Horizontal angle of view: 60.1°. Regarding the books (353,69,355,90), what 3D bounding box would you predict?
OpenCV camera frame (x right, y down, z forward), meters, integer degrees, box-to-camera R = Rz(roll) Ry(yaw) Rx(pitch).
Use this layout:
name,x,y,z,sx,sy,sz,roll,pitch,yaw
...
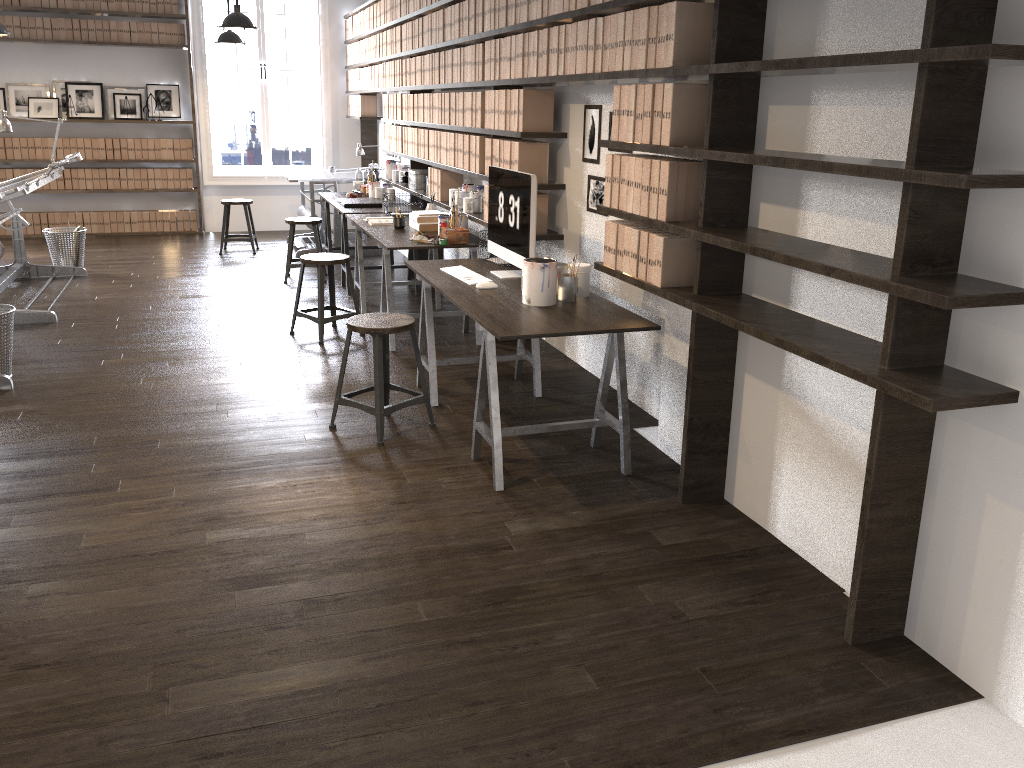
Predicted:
name,x,y,z,sx,sy,sz,roll,pitch,yaw
books,-1.656,-3.347,9.753,0.175,0.223,0.067,-4,16,-18

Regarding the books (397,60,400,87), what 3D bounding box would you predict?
name,x,y,z,sx,sy,sz,roll,pitch,yaw
books,-0.884,-2.644,7.549,0.174,0.223,0.067,-4,16,-18

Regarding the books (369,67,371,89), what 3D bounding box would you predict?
name,x,y,z,sx,sy,sz,roll,pitch,yaw
books,-1.329,-3.048,8.837,0.175,0.222,0.067,-4,16,-18

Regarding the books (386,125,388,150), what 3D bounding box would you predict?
name,x,y,z,sx,sy,sz,roll,pitch,yaw
books,-1.073,-2.285,8.200,0.175,0.222,0.067,-4,16,-18

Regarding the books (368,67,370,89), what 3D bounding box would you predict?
name,x,y,z,sx,sy,sz,roll,pitch,yaw
books,-1.352,-3.067,8.896,0.175,0.222,0.067,-4,16,-18

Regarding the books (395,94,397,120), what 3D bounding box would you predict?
name,x,y,z,sx,sy,sz,roll,pitch,yaw
books,-0.935,-2.420,7.746,0.175,0.223,0.067,-4,16,-18

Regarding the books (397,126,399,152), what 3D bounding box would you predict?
name,x,y,z,sx,sy,sz,roll,pitch,yaw
books,-0.915,-2.142,7.751,0.175,0.222,0.067,-4,16,-18

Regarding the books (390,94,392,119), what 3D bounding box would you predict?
name,x,y,z,sx,sy,sz,roll,pitch,yaw
books,-0.999,-2.484,7.946,0.174,0.223,0.067,-4,16,-18

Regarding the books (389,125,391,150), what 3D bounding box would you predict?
name,x,y,z,sx,sy,sz,roll,pitch,yaw
books,-1.025,-2.243,8.070,0.175,0.223,0.067,-4,16,-18

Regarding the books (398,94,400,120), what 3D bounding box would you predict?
name,x,y,z,sx,sy,sz,roll,pitch,yaw
books,-0.884,-2.377,7.610,0.175,0.222,0.067,-4,16,-18

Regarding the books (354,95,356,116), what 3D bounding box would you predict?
name,x,y,z,sx,sy,sz,roll,pitch,yaw
books,-1.658,-3.081,9.816,0.175,0.223,0.067,-4,16,-18

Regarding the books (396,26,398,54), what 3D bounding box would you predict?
name,x,y,z,sx,sy,sz,roll,pitch,yaw
books,-0.895,-2.918,7.539,0.175,0.222,0.067,-4,16,-18

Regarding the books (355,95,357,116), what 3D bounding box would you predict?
name,x,y,z,sx,sy,sz,roll,pitch,yaw
books,-1.633,-3.059,9.751,0.175,0.222,0.067,-4,16,-18

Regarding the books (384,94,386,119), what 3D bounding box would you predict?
name,x,y,z,sx,sy,sz,roll,pitch,yaw
books,-1.088,-2.562,8.191,0.175,0.222,0.067,-4,16,-18

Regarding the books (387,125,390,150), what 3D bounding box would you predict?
name,x,y,z,sx,sy,sz,roll,pitch,yaw
books,-1.051,-2.263,8.133,0.175,0.223,0.067,-4,16,-18

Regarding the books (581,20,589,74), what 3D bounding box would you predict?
name,x,y,z,sx,sy,sz,roll,pitch,yaw
books,0.397,-1.473,3.880,0.175,0.223,0.067,-4,16,-18

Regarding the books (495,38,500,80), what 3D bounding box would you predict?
name,x,y,z,sx,sy,sz,roll,pitch,yaw
books,-0.002,-1.840,5.032,0.174,0.223,0.067,-4,16,-18

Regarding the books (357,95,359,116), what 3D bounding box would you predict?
name,x,y,z,sx,sy,sz,roll,pitch,yaw
books,-1.595,-3.021,9.631,0.175,0.223,0.067,-4,16,-18

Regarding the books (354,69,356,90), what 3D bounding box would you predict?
name,x,y,z,sx,sy,sz,roll,pitch,yaw
books,-1.630,-3.326,9.688,0.174,0.223,0.067,-4,16,-18

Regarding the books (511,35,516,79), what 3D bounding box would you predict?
name,x,y,z,sx,sy,sz,roll,pitch,yaw
books,0.088,-1.758,4.774,0.175,0.222,0.067,-4,16,-18

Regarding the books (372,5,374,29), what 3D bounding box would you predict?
name,x,y,z,sx,sy,sz,roll,pitch,yaw
books,-1.251,-3.509,8.493,0.175,0.223,0.067,-4,16,-18

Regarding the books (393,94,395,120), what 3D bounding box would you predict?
name,x,y,z,sx,sy,sz,roll,pitch,yaw
books,-0.953,-2.442,7.817,0.175,0.223,0.067,-4,16,-18

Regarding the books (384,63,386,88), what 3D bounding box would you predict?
name,x,y,z,sx,sy,sz,roll,pitch,yaw
books,-1.081,-2.826,8.118,0.174,0.223,0.067,-4,16,-18

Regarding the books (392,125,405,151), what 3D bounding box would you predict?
name,x,y,z,sx,sy,sz,roll,pitch,yaw
books,-0.982,-2.202,7.941,0.174,0.223,0.067,-4,16,-18

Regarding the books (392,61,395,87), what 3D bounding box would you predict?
name,x,y,z,sx,sy,sz,roll,pitch,yaw
books,-0.952,-2.705,7.740,0.175,0.223,0.067,-4,16,-18

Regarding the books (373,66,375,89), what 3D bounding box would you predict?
name,x,y,z,sx,sy,sz,roll,pitch,yaw
books,-1.263,-2.983,8.634,0.174,0.223,0.067,-4,16,-18

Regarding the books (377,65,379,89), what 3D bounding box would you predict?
name,x,y,z,sx,sy,sz,roll,pitch,yaw
books,-1.197,-2.922,8.442,0.175,0.223,0.067,-4,16,-18

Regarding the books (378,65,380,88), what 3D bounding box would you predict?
name,x,y,z,sx,sy,sz,roll,pitch,yaw
books,-1.171,-2.903,8.383,0.175,0.222,0.067,-4,16,-18

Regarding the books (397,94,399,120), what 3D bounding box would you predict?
name,x,y,z,sx,sy,sz,roll,pitch,yaw
books,-0.906,-2.399,7.680,0.175,0.222,0.067,-4,16,-18

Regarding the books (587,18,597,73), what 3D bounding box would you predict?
name,x,y,z,sx,sy,sz,roll,pitch,yaw
books,0.420,-1.451,3.814,0.175,0.223,0.067,-4,16,-18

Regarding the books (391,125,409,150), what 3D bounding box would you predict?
name,x,y,z,sx,sy,sz,roll,pitch,yaw
books,-1.001,-2.223,8.006,0.174,0.223,0.067,-4,16,-18

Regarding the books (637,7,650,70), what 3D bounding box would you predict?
name,x,y,z,sx,sy,sz,roll,pitch,yaw
books,0.575,-1.310,3.371,0.175,0.223,0.067,-4,16,-18

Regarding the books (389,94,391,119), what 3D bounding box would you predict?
name,x,y,z,sx,sy,sz,roll,pitch,yaw
books,-1.022,-2.505,8.011,0.175,0.223,0.067,-4,16,-18

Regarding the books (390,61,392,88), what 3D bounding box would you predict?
name,x,y,z,sx,sy,sz,roll,pitch,yaw
books,-0.991,-2.743,7.860,0.175,0.222,0.067,-4,16,-18

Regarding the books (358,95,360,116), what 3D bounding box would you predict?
name,x,y,z,sx,sy,sz,roll,pitch,yaw
books,-1.566,-3.002,9.569,0.174,0.223,0.067,-4,16,-18

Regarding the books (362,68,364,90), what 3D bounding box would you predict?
name,x,y,z,sx,sy,sz,roll,pitch,yaw
books,-1.462,-3.168,9.215,0.175,0.223,0.067,-4,16,-18

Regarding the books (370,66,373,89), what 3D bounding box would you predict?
name,x,y,z,sx,sy,sz,roll,pitch,yaw
books,-1.310,-3.026,8.768,0.175,0.223,0.067,-4,16,-18

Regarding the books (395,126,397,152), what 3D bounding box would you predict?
name,x,y,z,sx,sy,sz,roll,pitch,yaw
books,-0.939,-2.160,7.808,0.175,0.223,0.067,-4,16,-18

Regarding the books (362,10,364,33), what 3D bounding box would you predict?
name,x,y,z,sx,sy,sz,roll,pitch,yaw
books,-1.429,-3.672,9.003,0.175,0.223,0.067,-4,16,-18

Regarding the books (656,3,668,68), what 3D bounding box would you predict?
name,x,y,z,sx,sy,sz,roll,pitch,yaw
books,0.625,-1.270,3.246,0.174,0.223,0.067,-4,16,-18

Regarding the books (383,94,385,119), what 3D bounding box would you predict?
name,x,y,z,sx,sy,sz,roll,pitch,yaw
books,-1.113,-2.583,8.256,0.175,0.223,0.067,-4,16,-18

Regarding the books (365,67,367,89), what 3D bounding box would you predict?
name,x,y,z,sx,sy,sz,roll,pitch,yaw
books,-1.399,-3.106,9.019,0.175,0.223,0.067,-4,16,-18

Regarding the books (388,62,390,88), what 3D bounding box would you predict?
name,x,y,z,sx,sy,sz,roll,pitch,yaw
books,-1.016,-2.764,7.926,0.175,0.223,0.067,-4,16,-18

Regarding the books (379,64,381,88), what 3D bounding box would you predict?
name,x,y,z,sx,sy,sz,roll,pitch,yaw
books,-1.153,-2.884,8.324,0.175,0.222,0.067,-4,16,-18

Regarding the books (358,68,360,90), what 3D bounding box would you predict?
name,x,y,z,sx,sy,sz,roll,pitch,yaw
books,-1.544,-3.245,9.433,0.175,0.223,0.067,-4,16,-18

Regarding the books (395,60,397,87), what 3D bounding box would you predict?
name,x,y,z,sx,sy,sz,roll,pitch,yaw
books,-0.925,-2.686,7.680,0.175,0.223,0.067,-4,16,-18

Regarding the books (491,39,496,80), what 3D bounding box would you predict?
name,x,y,z,sx,sy,sz,roll,pitch,yaw
books,-0.029,-1.861,5.098,0.175,0.223,0.067,-4,16,-18

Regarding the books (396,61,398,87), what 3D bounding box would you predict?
name,x,y,z,sx,sy,sz,roll,pitch,yaw
books,-0.902,-2.665,7.615,0.174,0.223,0.067,-4,16,-18

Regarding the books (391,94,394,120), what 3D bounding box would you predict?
name,x,y,z,sx,sy,sz,roll,pitch,yaw
books,-0.981,-2.463,7.880,0.174,0.223,0.067,-4,16,-18

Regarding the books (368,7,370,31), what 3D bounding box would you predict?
name,x,y,z,sx,sy,sz,roll,pitch,yaw
books,-1.317,-3.568,8.678,0.175,0.223,0.067,-4,16,-18

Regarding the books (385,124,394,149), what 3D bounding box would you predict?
name,x,y,z,sx,sy,sz,roll,pitch,yaw
books,-1.091,-2.303,8.258,0.175,0.222,0.067,-4,16,-18

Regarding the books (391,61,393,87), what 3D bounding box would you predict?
name,x,y,z,sx,sy,sz,roll,pitch,yaw
books,-0.969,-2.725,7.803,0.175,0.222,0.067,-4,16,-18

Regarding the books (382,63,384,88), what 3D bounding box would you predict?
name,x,y,z,sx,sy,sz,roll,pitch,yaw
books,-1.108,-2.847,8.184,0.175,0.223,0.067,-4,16,-18

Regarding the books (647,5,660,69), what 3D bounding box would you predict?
name,x,y,z,sx,sy,sz,roll,pitch,yaw
books,0.602,-1.291,3.311,0.175,0.223,0.067,-4,16,-18

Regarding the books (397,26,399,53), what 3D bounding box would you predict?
name,x,y,z,sx,sy,sz,roll,pitch,yaw
books,-0.877,-2.899,7.481,0.175,0.222,0.067,-4,16,-18

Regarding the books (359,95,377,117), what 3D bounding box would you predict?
name,x,y,z,sx,sy,sz,roll,pitch,yaw
books,-1.545,-2.981,9.505,0.175,0.223,0.067,-4,16,-18

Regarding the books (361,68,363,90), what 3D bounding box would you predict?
name,x,y,z,sx,sy,sz,roll,pitch,yaw
books,-1.488,-3.188,9.278,0.175,0.223,0.067,-4,16,-18

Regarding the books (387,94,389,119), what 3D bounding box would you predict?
name,x,y,z,sx,sy,sz,roll,pitch,yaw
books,-1.049,-2.524,8.071,0.175,0.223,0.067,-4,16,-18

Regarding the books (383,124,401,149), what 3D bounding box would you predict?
name,x,y,z,sx,sy,sz,roll,pitch,yaw
books,-1.117,-2.322,8.317,0.175,0.223,0.067,-4,16,-18

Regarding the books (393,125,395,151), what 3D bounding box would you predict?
name,x,y,z,sx,sy,sz,roll,pitch,yaw
books,-0.963,-2.181,7.874,0.175,0.223,0.067,-4,16,-18
